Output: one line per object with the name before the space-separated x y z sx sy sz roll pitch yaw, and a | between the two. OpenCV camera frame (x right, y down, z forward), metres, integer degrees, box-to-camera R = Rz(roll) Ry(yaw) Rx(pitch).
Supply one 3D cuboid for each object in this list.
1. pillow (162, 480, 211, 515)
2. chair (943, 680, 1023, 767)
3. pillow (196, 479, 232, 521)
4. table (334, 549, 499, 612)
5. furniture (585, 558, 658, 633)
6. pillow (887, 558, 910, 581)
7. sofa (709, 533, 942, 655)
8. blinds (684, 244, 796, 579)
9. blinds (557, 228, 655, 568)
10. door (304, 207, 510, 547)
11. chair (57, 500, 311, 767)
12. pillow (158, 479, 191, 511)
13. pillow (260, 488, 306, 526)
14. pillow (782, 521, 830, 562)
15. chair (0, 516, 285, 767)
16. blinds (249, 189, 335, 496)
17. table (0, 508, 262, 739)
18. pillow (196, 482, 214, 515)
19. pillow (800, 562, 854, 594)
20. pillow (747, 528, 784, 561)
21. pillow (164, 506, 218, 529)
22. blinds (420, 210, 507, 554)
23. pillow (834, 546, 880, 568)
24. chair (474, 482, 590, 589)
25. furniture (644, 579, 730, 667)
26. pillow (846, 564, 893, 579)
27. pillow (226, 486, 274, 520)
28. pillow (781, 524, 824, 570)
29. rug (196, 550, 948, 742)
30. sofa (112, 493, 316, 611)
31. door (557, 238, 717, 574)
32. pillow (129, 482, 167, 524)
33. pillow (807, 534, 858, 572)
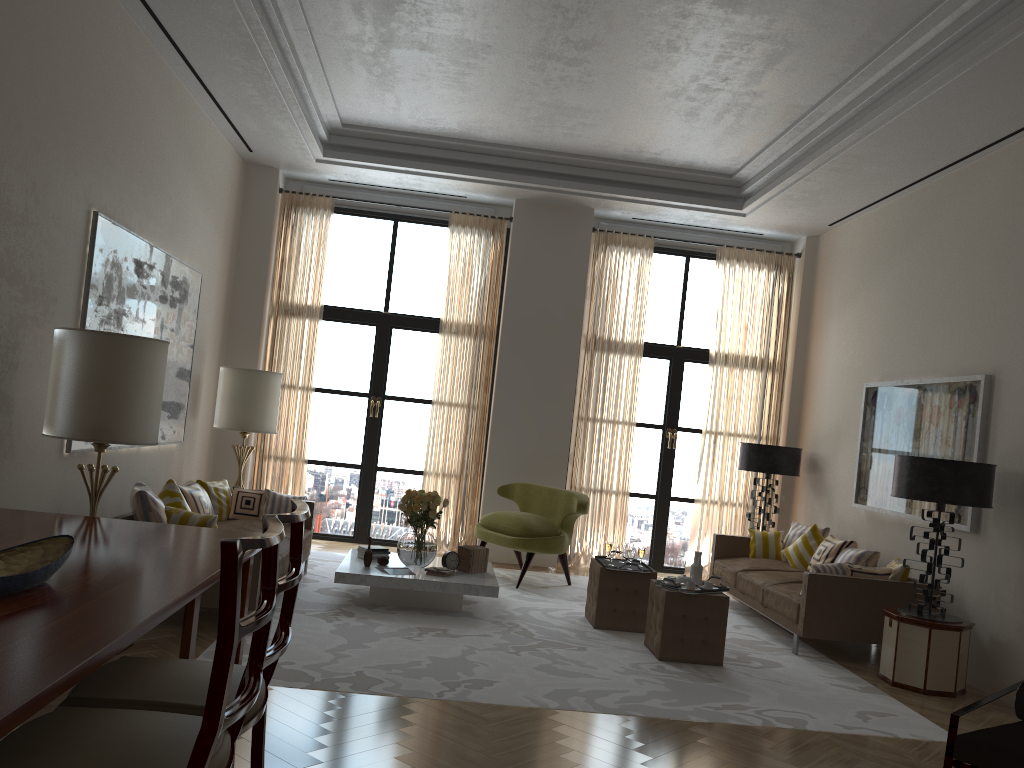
pillow | -3.071 1.213 8.436 0.403 0.547 0.618 6 -2 -1
chair | 2.971 1.888 4.662 1.136 1.134 0.876 8 -2 -39
pillow | -3.222 1.285 9.677 0.296 0.475 0.516 6 -2 17
table | -0.983 2.080 9.282 1.584 0.343 1.501 6 -3 -4
furniture | 1.103 2.154 9.047 0.614 0.616 0.614 6 -2 -4
pillow | 3.794 1.998 8.882 0.296 0.475 0.516 6 -2 17
sofa | 3.313 2.339 9.964 1.352 0.819 2.981 6 -3 -4
blinds | 3.325 0.480 12.874 1.242 4.871 0.418 6 -1 -2
blinds | 1.366 0.264 12.725 0.960 4.871 0.419 6 -1 -2
door | -1.890 -0.074 12.699 3.259 4.765 0.240 6 -1 -4
chair | -1.315 1.191 3.454 0.878 1.505 0.656 6 -1 -4
pillow | -2.998 1.155 7.872 0.766 0.616 0.356 4 -2 40
pillow | -2.536 1.392 9.782 0.498 0.428 0.327 7 -2 -16
pillow | 3.630 2.031 11.092 0.356 0.576 0.623 7 -2 -26
chair | -1.253 1.167 2.809 0.878 1.505 0.656 6 -1 -4
blinds | -3.087 -0.223 12.382 0.780 4.884 0.419 6 -1 -2
table | -2.409 1.348 3.997 1.800 1.026 3.803 6 -3 -4
pillow | -3.167 1.285 8.810 0.371 0.565 0.660 6 -2 -9
pillow | 3.102 1.947 8.776 0.498 0.428 0.327 7 -2 -16
pillow | 3.219 2.055 11.210 0.482 0.432 0.318 6 -2 6
pillow | -2.649 1.246 7.349 0.482 0.432 0.318 6 -2 6
blinds | -0.714 0.034 12.564 0.874 4.871 0.418 6 -1 -1
pillow | 3.731 2.066 9.749 0.371 0.565 0.660 6 -2 -9
chair | 0.131 1.884 11.158 1.031 1.213 1.789 7 -2 -37
furniture | 1.576 2.158 8.050 0.614 0.616 0.614 6 -2 -4
pillow | 3.467 1.989 8.768 0.464 0.412 0.304 6 -2 -6
pillow | -2.901 1.356 9.790 0.464 0.412 0.304 6 -2 -6
pillow | 3.585 1.991 10.690 0.766 0.616 0.356 4 -2 40
rug | 0.285 2.339 8.969 5.519 0.065 5.735 6 -3 -4
sofa | -2.813 1.619 8.583 1.352 0.819 2.981 6 -3 -4
door | 2.368 0.397 13.026 3.086 4.765 0.240 6 -1 -4
pillow | -3.047 1.147 7.469 0.356 0.576 0.623 7 -2 -26
pillow | 3.649 2.011 10.125 0.403 0.547 0.618 6 -2 -1
